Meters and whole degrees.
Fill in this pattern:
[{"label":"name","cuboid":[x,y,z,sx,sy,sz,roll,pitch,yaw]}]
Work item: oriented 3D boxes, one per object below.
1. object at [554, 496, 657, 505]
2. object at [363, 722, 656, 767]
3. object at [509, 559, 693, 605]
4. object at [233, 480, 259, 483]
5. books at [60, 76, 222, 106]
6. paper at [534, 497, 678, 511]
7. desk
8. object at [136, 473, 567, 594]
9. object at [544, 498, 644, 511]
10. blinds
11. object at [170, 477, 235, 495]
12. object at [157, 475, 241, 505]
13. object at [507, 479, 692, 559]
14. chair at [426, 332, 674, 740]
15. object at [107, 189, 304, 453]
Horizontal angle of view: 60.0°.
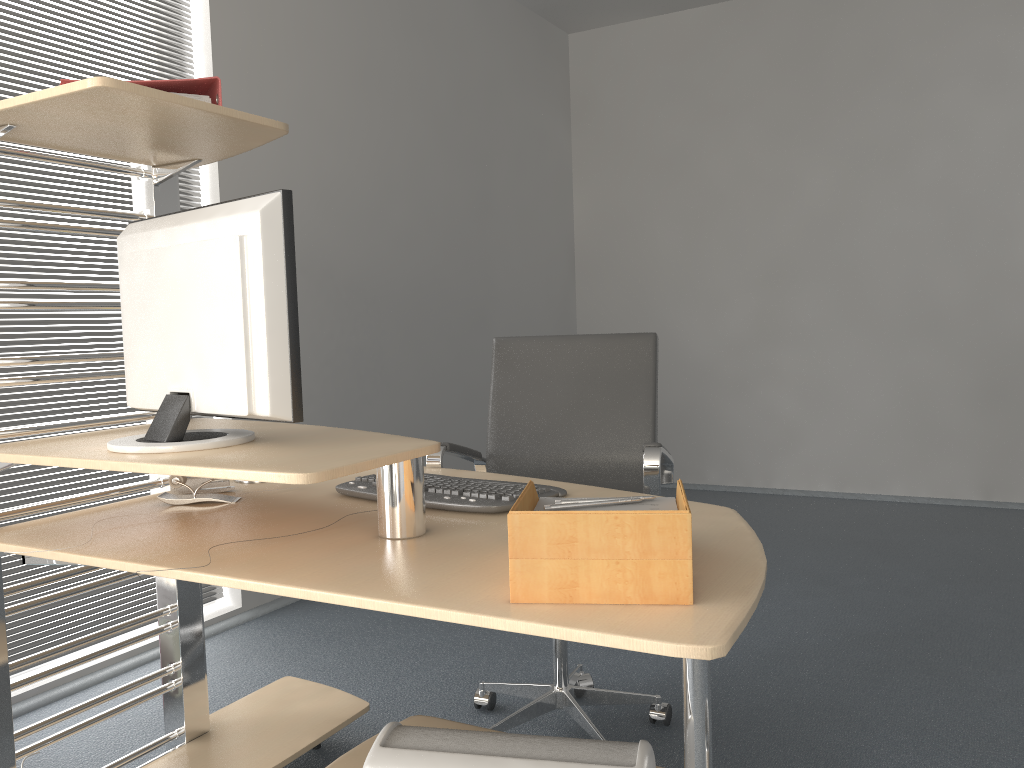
[{"label":"object","cuboid":[0.143,0.176,1.345,0.159,0.009,0.008,-2,4,-7]},{"label":"object","cuboid":[0.018,0.621,1.458,0.438,0.162,0.351,-1,4,13]},{"label":"object","cuboid":[0.130,0.231,1.247,0.225,0.060,0.309,-1,4,8]},{"label":"object","cuboid":[-0.603,0.214,2.137,0.132,0.026,0.132,0,4,29]},{"label":"books","cuboid":[-0.718,-0.520,1.687,0.262,0.072,0.320,-4,4,-29]},{"label":"paper","cuboid":[0.128,0.192,1.245,0.210,0.010,0.297,-1,4,8]},{"label":"desk","cuboid":[-0.195,0.193,1.703,1.469,1.566,0.967,0,4,29]},{"label":"object","cuboid":[-0.295,0.262,1.630,0.478,0.082,0.814,1,5,36]},{"label":"object","cuboid":[0.124,0.178,1.323,0.159,0.009,0.008,-3,4,-16]},{"label":"blinds","cuboid":[-1.619,-0.501,2.427,0.022,2.770,1.950,0,4,29]},{"label":"object","cuboid":[-0.682,0.220,1.957,0.134,0.042,0.022,-3,4,-19]},{"label":"object","cuboid":[-0.654,0.215,1.855,0.159,0.064,0.054,-2,4,-4]},{"label":"object","cuboid":[0.128,0.175,1.243,0.225,0.060,0.309,-1,4,8]},{"label":"chair","cuboid":[0.120,0.400,2.335,0.584,1.048,0.652,-1,4,15]},{"label":"object","cuboid":[-0.596,-0.104,1.566,0.245,0.418,0.516,-5,5,-39]}]
